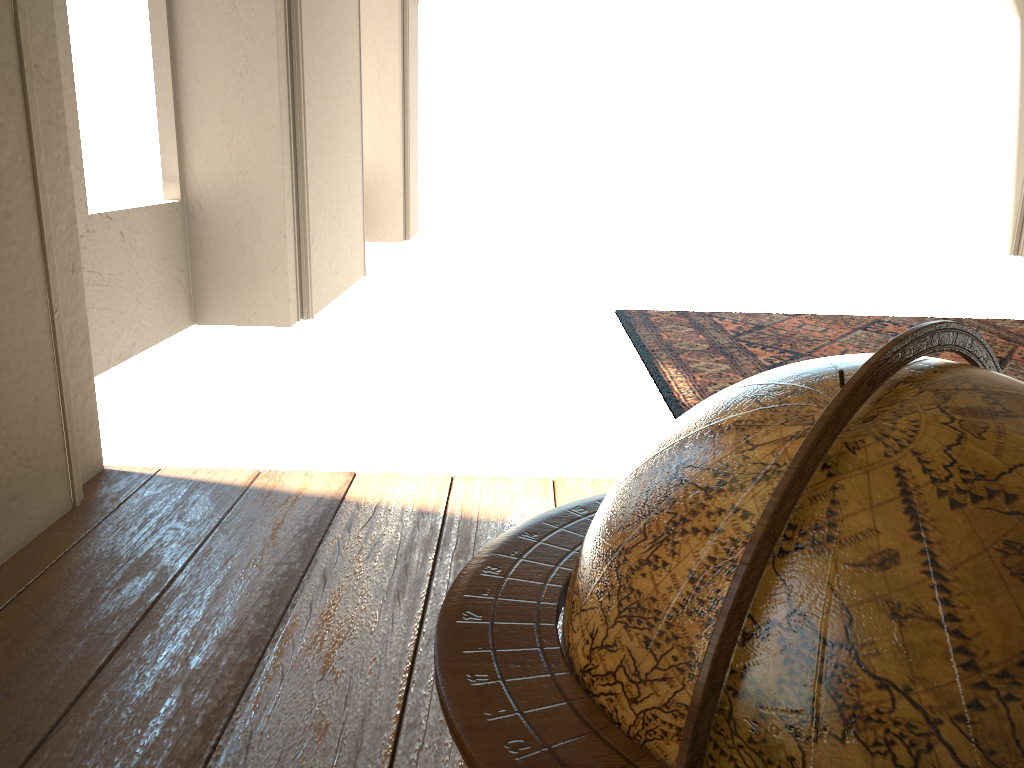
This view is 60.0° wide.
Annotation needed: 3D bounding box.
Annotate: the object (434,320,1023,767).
[{"bbox_3d":[0.523,0.619,1.363,1.276,1.456,1.275,13,19,36],"label":"object"}]
